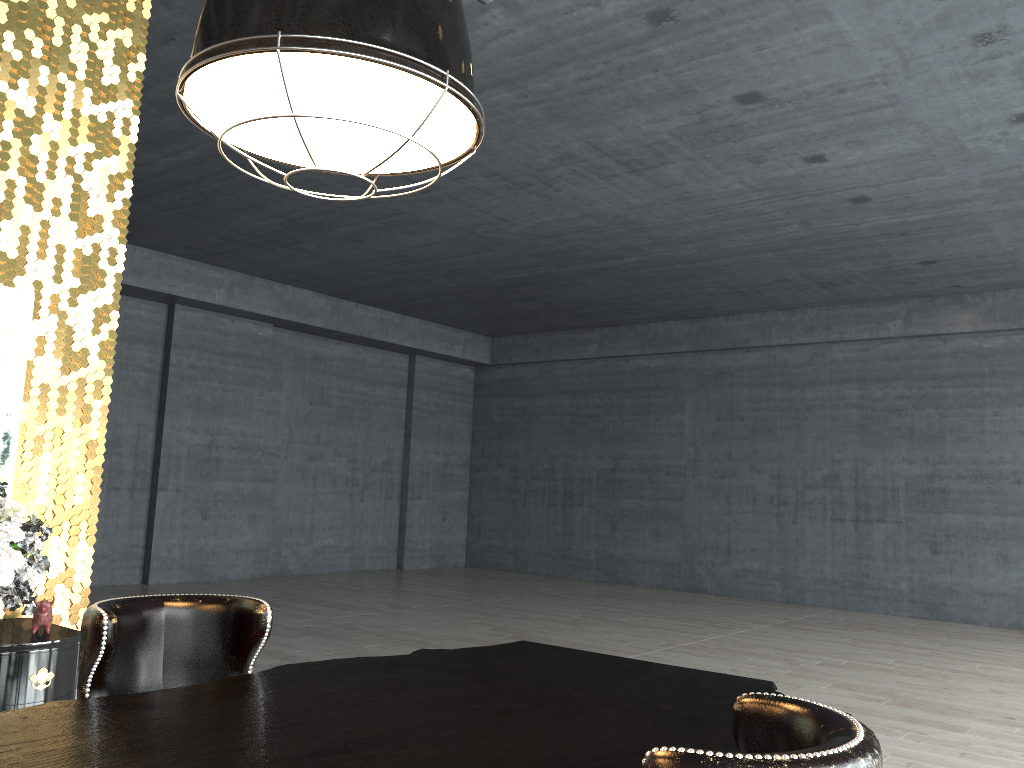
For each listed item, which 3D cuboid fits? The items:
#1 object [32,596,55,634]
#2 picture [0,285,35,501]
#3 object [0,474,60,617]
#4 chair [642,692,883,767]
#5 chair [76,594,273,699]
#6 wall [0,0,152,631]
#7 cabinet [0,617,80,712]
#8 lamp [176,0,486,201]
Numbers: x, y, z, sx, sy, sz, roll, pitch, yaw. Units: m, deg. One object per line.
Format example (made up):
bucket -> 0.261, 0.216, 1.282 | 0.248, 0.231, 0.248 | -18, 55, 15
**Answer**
object -> -2.065, 1.009, 3.904 | 0.082, 0.165, 0.173 | 6, -8, -27
picture -> -2.870, -0.018, 3.705 | 0.022, 1.074, 1.572 | -3, -9, 38
object -> -2.391, 0.710, 3.659 | 0.875, 0.664, 0.847 | 5, -8, -21
chair -> 0.267, 1.064, 1.356 | 0.568, 1.094, 0.503 | -2, -9, 30
chair -> -0.860, 1.126, 2.268 | 0.504, 1.094, 0.568 | 9, -10, -42
wall -> -2.861, -0.401, 3.788 | 0.024, 4.388, 2.442 | -3, -9, 38
cabinet -> -2.480, 1.397, 3.521 | 0.710, 0.739, 1.384 | -3, -9, 38
lamp -> -0.320, -1.546, 1.969 | 0.621, 2.306, 0.620 | 3, -8, -7
